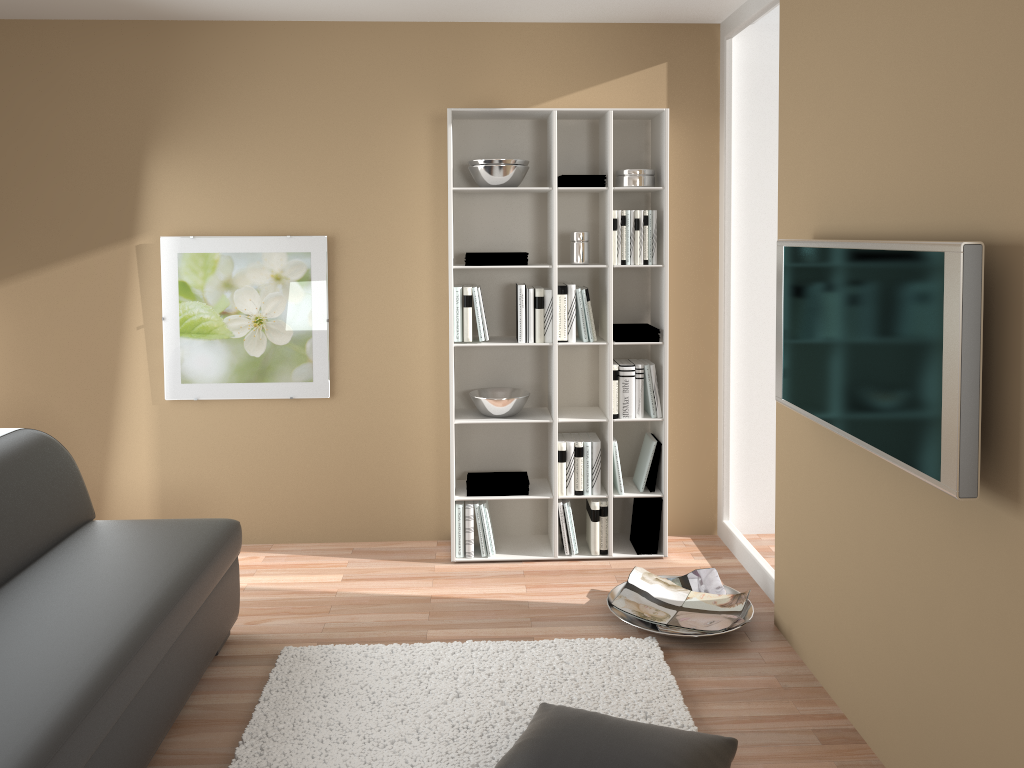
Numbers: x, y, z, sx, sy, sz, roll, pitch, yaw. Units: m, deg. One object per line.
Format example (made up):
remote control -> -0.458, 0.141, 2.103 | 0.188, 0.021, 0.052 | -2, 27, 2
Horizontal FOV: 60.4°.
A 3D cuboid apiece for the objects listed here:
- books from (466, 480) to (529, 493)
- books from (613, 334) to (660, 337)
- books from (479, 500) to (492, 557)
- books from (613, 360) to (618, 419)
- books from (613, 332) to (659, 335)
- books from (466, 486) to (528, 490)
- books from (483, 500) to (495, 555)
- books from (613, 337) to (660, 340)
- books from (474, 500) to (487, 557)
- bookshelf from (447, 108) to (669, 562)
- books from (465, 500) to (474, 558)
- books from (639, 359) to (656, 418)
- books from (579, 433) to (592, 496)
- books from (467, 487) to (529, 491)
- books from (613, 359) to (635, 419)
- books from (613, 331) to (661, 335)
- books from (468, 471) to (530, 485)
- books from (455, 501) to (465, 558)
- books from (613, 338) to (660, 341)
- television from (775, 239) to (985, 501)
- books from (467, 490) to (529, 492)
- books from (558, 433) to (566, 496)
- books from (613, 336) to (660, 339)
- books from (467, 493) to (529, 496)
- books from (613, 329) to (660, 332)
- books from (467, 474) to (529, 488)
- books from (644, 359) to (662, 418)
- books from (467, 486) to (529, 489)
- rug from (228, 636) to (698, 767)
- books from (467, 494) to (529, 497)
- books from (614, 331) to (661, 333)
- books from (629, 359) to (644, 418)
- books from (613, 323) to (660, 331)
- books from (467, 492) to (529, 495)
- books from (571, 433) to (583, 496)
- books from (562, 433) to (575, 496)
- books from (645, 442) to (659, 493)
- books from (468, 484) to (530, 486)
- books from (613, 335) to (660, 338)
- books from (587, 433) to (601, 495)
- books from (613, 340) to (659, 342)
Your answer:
books -> -0.074, 0.500, 4.315 | 0.297, 0.006, 0.213 | -1, 10, -4
books -> 0.592, -0.254, 4.334 | 0.210, 0.006, 0.301 | -1, 10, -3
books -> -0.129, 0.683, 4.293 | 0.058, 0.256, 0.210 | 0, 5, -2
books -> 0.486, 0.022, 4.301 | 0.040, 0.256, 0.210 | 0, 5, -2
books -> 0.590, -0.260, 4.336 | 0.210, 0.006, 0.301 | -1, 10, -1
books -> -0.073, 0.483, 4.313 | 0.297, 0.006, 0.213 | -1, 10, -1
books -> -0.113, 0.678, 4.310 | 0.058, 0.256, 0.210 | 0, 5, -2
books -> 0.592, -0.237, 4.337 | 0.210, 0.006, 0.301 | -1, 10, -3
books -> -0.156, 0.680, 4.296 | 0.060, 0.258, 0.209 | 0, 5, -2
bookshelf -> 0.217, -0.252, 4.322 | 1.039, 2.127, 0.335 | 0, 3, -3
books -> -0.206, 0.683, 4.292 | 0.040, 0.256, 0.210 | 0, 5, -2
books -> 0.661, 0.019, 4.314 | 0.060, 0.258, 0.210 | 0, 5, -2
books -> 0.359, 0.388, 4.311 | 0.040, 0.256, 0.210 | 0, 5, -2
books -> -0.071, 0.489, 4.315 | 0.297, 0.006, 0.213 | -1, 10, -3
books -> 0.548, 0.022, 4.299 | 0.076, 0.256, 0.210 | 0, 5, -2
books -> 0.595, -0.265, 4.335 | 0.210, 0.008, 0.301 | -1, 10, -3
books -> -0.068, 0.462, 4.314 | 0.297, 0.006, 0.213 | -1, 10, -3
books -> -0.253, 0.683, 4.295 | 0.040, 0.256, 0.210 | 0, 5, -2
books -> 0.592, -0.232, 4.337 | 0.210, 0.006, 0.301 | -1, 10, -3
television -> 0.989, -0.125, 2.536 | 0.054, 0.573, 1.189 | 0, 8, -3
books -> -0.071, 0.494, 4.315 | 0.297, 0.006, 0.213 | -1, 10, -3
books -> 0.235, 0.391, 4.300 | 0.040, 0.256, 0.210 | 0, 5, -2
books -> 0.592, -0.244, 4.338 | 0.210, 0.006, 0.301 | -1, 10, -4
books -> -0.072, 0.511, 4.316 | 0.297, 0.006, 0.213 | -1, 10, -3
books -> 0.591, -0.275, 4.331 | 0.210, 0.007, 0.301 | -1, 10, -3
books -> -0.072, 0.472, 4.317 | 0.297, 0.008, 0.213 | -1, 10, -3
books -> 0.686, 0.018, 4.315 | 0.060, 0.258, 0.209 | 0, 5, -2
books -> -0.072, 0.477, 4.317 | 0.297, 0.008, 0.213 | -1, 10, -3
rug -> -0.112, 1.156, 2.309 | 1.449, 0.045, 2.050 | -1, 10, -3
books -> -0.073, 0.516, 4.314 | 0.297, 0.007, 0.213 | -1, 10, -3
books -> 0.595, -0.270, 4.335 | 0.210, 0.008, 0.301 | -1, 10, -3
books -> 0.609, 0.019, 4.316 | 0.040, 0.256, 0.209 | 0, 5, -3
books -> 0.592, -0.280, 4.330 | 0.210, 0.006, 0.301 | -1, 10, -3
books -> -0.072, 0.505, 4.315 | 0.297, 0.006, 0.213 | -1, 10, -3
books -> 0.318, 0.389, 4.308 | 0.040, 0.256, 0.210 | 0, 5, -2
books -> 0.276, 0.389, 4.308 | 0.040, 0.256, 0.209 | 0, 5, -3
books -> 0.684, 0.389, 4.352 | 0.043, 0.236, 0.213 | 0, 6, -2
books -> -0.069, 0.467, 4.312 | 0.297, 0.007, 0.213 | -1, 10, -3
books -> 0.592, -0.248, 4.335 | 0.210, 0.006, 0.301 | -1, 10, -3
books -> 0.402, 0.388, 4.313 | 0.040, 0.256, 0.209 | 0, 5, -2
books -> 0.591, -0.227, 4.338 | 0.210, 0.007, 0.301 | -1, 10, -3
